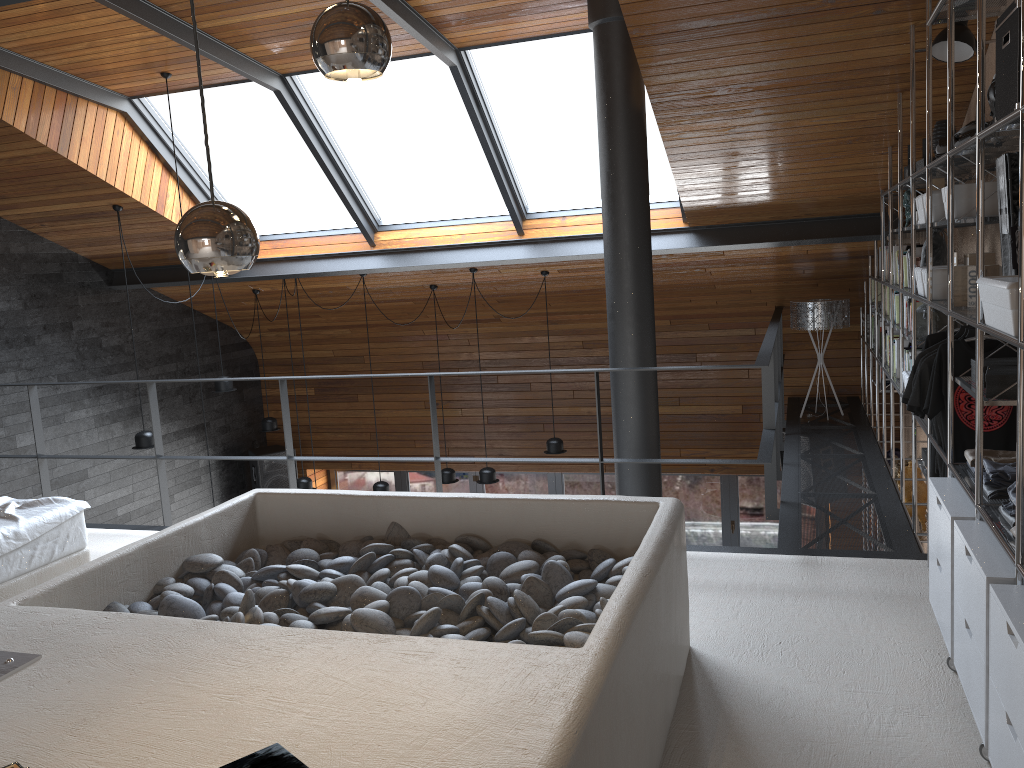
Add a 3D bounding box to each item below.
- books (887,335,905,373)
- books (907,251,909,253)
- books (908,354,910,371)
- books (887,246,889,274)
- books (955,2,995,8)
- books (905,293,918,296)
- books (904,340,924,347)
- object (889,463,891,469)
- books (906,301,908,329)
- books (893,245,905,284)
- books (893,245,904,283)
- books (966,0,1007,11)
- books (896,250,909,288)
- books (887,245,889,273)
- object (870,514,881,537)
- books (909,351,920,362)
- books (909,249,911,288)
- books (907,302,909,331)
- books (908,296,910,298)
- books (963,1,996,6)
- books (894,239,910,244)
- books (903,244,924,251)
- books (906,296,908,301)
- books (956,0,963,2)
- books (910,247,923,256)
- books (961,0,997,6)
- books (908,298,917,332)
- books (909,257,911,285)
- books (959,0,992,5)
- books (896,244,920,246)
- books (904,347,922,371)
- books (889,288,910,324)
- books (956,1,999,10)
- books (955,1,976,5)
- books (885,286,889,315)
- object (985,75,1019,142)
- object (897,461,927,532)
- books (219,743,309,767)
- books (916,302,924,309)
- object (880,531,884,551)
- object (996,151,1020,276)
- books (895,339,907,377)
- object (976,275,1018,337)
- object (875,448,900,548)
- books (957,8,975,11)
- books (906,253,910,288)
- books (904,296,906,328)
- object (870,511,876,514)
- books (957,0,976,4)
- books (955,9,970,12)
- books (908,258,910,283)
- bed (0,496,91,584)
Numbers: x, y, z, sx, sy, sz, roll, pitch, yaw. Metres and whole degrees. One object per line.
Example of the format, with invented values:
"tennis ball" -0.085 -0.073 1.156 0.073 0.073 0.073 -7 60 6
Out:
"books" 2.591 -0.206 5.901 0.139 0.211 0.467 -1 8 18
"books" 2.316 -0.652 4.976 0.170 0.209 0.082 -1 8 17
"books" 2.385 -0.080 5.123 0.169 0.188 0.058 -1 8 18
"books" 2.675 -0.841 6.127 0.148 0.232 0.053 -1 8 18
"books" 1.793 -1.589 3.428 0.148 0.229 0.073 -1 8 18
"books" 2.542 -0.516 5.708 0.138 0.211 1.041 -1 8 18
"books" 2.468 -0.149 5.423 0.148 0.232 0.053 -1 8 18
"object" 3.182 1.042 7.365 0.305 0.839 0.237 -1 8 20
"books" 2.372 -0.406 5.163 0.143 0.161 0.019 -1 8 18
"books" 2.450 -0.743 5.504 0.148 0.232 0.053 -1 8 18
"books" 2.464 -0.750 5.550 0.148 0.232 0.053 -1 8 18
"books" 1.840 -1.611 3.489 0.206 0.249 0.074 -1 8 18
"books" 2.358 -0.683 5.220 0.139 0.206 0.498 -1 8 18
"books" 2.685 -0.858 6.207 0.148 0.229 0.073 -1 8 18
"object" 3.331 1.272 7.935 0.278 0.222 0.138 0 9 28
"books" 2.393 -0.087 5.105 0.191 0.205 0.055 -1 8 18
"books" 2.286 -0.642 4.904 0.161 0.215 0.092 -1 8 18
"books" 2.332 -0.389 5.043 0.148 0.167 0.053 -1 8 18
"books" 2.363 -0.413 5.110 0.148 0.190 0.013 -1 8 18
"books" 1.800 -1.588 3.414 0.148 0.229 0.073 -1 8 18
"books" 2.627 -0.832 5.947 0.143 0.268 0.020 -1 8 18
"books" 2.468 -0.739 5.462 0.148 0.232 0.053 -1 8 18
"books" 2.378 -0.423 5.174 0.148 0.190 0.013 -1 8 18
"books" 1.751 -1.578 3.342 0.143 0.233 0.081 -1 8 18
"books" 2.295 -0.653 4.893 0.177 0.209 0.082 -1 8 18
"books" 1.785 -1.584 3.403 0.160 0.228 0.080 -1 8 18
"books" 2.309 -0.393 5.005 0.129 0.186 0.050 -1 8 18
"books" 2.253 -0.615 4.885 0.112 0.169 0.068 -1 8 18
"books" 1.776 -1.570 3.395 0.130 0.201 0.063 -1 8 18
"books" 2.490 -0.756 5.573 0.143 0.236 0.062 -1 8 18
"books" 2.412 -0.109 5.280 0.136 0.210 0.273 -1 8 18
"books" 2.517 -0.508 5.694 0.139 0.208 0.494 -1 8 18
"books" 1.810 -1.594 3.463 0.169 0.229 0.077 -1 8 18
"books" 1.761 -1.568 3.388 0.130 0.202 0.063 -1 8 18
"books" 2.721 -0.611 6.306 0.130 0.216 0.311 -1 8 18
"object" 1.625 -0.967 2.829 0.174 0.342 0.416 -1 8 22
"object" 2.913 0.803 6.435 0.215 0.458 0.328 0 8 23
"books" -0.434 0.721 1.486 0.260 0.019 0.347 -10 10 -40
"books" 2.311 -0.377 4.973 0.129 0.165 0.056 -1 8 18
"object" 2.978 1.313 6.967 0.219 0.440 0.463 -1 8 18
"object" 1.699 -0.505 2.895 0.188 0.559 0.337 -1 8 23
"books" 2.464 -0.161 5.511 0.148 0.232 0.053 -1 8 18
"object" 1.510 -0.225 2.448 0.343 0.147 0.445 -1 8 18
"object" 3.242 0.980 7.621 0.244 0.879 0.244 -11 10 -43
"books" 1.820 -1.597 3.474 0.148 0.229 0.073 -1 8 18
"books" 2.282 -0.639 4.965 0.127 0.192 0.079 -1 8 18
"books" 2.377 -0.424 5.188 0.148 0.190 0.013 -1 8 18
"object" 3.404 1.235 8.172 0.233 0.209 0.107 -3 8 5
"books" 1.769 -1.569 3.372 0.146 0.208 0.071 -1 8 18
"books" 1.802 -1.599 3.494 0.148 0.229 0.073 -1 8 18
"books" 2.276 -0.621 4.939 0.119 0.166 0.072 -1 8 18
"bed" -2.922 0.802 3.114 2.011 0.484 1.826 -1 8 18
